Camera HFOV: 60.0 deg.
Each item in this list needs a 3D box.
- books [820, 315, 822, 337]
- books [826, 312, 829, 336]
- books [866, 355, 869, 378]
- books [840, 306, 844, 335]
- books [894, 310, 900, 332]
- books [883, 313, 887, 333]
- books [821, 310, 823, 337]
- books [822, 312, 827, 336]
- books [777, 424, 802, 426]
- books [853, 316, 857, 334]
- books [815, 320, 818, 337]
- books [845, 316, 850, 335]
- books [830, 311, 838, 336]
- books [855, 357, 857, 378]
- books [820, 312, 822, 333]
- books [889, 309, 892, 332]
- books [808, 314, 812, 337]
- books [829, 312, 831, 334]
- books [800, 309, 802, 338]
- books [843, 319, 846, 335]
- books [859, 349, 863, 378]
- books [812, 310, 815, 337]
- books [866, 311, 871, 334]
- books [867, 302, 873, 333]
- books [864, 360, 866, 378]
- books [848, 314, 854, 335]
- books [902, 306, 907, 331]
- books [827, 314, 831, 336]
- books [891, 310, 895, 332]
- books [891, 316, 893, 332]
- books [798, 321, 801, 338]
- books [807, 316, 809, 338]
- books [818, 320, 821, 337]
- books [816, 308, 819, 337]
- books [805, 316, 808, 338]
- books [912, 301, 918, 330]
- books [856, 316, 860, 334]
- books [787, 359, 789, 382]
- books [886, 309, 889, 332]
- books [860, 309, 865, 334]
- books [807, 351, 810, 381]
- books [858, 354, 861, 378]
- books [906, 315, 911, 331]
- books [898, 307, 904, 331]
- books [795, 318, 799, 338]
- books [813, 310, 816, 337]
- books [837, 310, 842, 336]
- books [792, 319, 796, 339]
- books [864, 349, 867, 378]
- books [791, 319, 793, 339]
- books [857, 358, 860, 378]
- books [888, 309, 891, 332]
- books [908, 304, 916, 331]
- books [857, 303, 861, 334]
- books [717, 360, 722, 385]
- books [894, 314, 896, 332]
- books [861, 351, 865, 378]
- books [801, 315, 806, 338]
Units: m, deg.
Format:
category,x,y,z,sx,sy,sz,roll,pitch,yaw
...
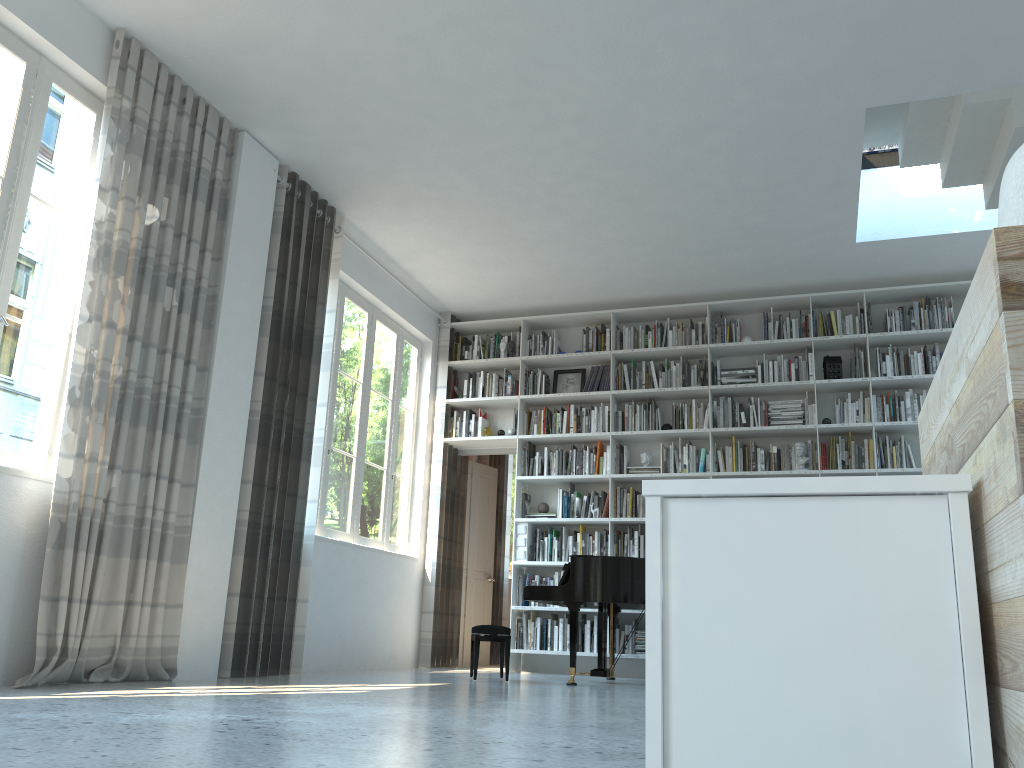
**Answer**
category,x,y,z,sx,sy,sz,roll,pitch,yaw
books,2.590,-0.450,7.436,0.007,0.238,0.192,-3,-16,19
books,2.649,-0.457,7.445,0.008,0.261,0.142,-3,-16,19
books,2.894,-0.104,7.229,0.008,0.213,0.224,-3,-16,19
books,2.755,-0.484,7.402,0.010,0.296,0.168,-3,-16,19
books,3.156,-0.469,7.268,0.028,0.225,0.164,-3,-16,19
books,3.055,-0.457,7.283,0.046,0.206,0.183,-3,-16,19
books,2.611,-0.463,7.461,0.007,0.278,0.150,-3,-16,19
books,2.627,-0.458,7.444,0.034,0.260,0.158,-3,-16,19
books,2.278,0.364,7.342,0.254,0.012,0.161,-4,-17,22
books,2.847,-0.440,7.373,0.025,0.203,0.162,-3,-16,19
books,2.568,-0.422,7.476,0.016,0.203,0.143,-3,-16,19
books,2.790,-0.440,7.375,0.024,0.201,0.180,-3,-16,19
books,2.695,-0.461,7.413,0.054,0.254,0.191,-3,-16,19
books,2.821,-0.094,7.281,0.024,0.216,0.169,-3,-16,19
books,2.601,-0.456,7.451,0.006,0.259,0.166,-3,-16,19
books,3.110,-0.477,7.296,0.012,0.254,0.134,-3,-16,19
books,2.522,-0.446,7.493,0.022,0.256,0.137,-3,-16,19
books,2.676,-0.455,7.454,0.007,0.263,0.133,-3,-16,19
books,2.455,-0.467,7.522,0.012,0.307,0.138,-3,-16,19
books,2.767,-0.429,7.379,0.022,0.179,0.173,-3,-16,19
books,2.867,-0.127,7.292,0.013,0.288,0.132,-3,-16,19
books,2.548,-0.460,7.490,0.012,0.284,0.160,-3,-16,19
books,2.941,-0.461,7.330,0.033,0.229,0.176,-3,-16,19
books,2.960,-0.501,7.325,0.019,0.303,0.176,-3,-16,19
books,2.893,-0.085,7.275,0.015,0.200,0.130,-3,-16,19
books,2.815,-0.448,7.364,0.031,0.212,0.170,-3,-16,19
books,3.209,-0.486,7.256,0.021,0.255,0.169,-3,-16,19
books,2.654,-0.449,7.421,0.015,0.233,0.171,-3,-16,19
books,3.123,-0.472,7.266,0.013,0.229,0.174,-3,-16,19
books,3.115,-0.446,7.275,0.009,0.183,0.160,-3,-16,19
books,2.443,-0.415,7.519,0.014,0.204,0.135,-3,-16,19
books,2.503,-0.438,7.490,0.014,0.238,0.153,-3,-16,19
books,2.586,-0.421,7.457,0.015,0.192,0.160,-3,-16,19
books,2.575,-0.472,7.468,0.007,0.297,0.181,-3,-16,19
books,2.493,-0.438,7.503,0.014,0.243,0.145,-3,-16,19
books,3.287,-0.507,7.234,0.024,0.291,0.168,-3,-16,19
books,2.867,-0.438,7.357,0.022,0.193,0.182,-3,-16,19
books,2.325,-0.073,7.460,0.011,0.238,0.140,-3,-16,19
books,3.084,-0.476,7.285,0.009,0.243,0.173,-3,-16,19
books,2.899,-0.473,7.339,0.029,0.252,0.186,-3,-16,19
books,2.483,-0.110,7.420,0.010,0.298,0.134,-3,-16,19
books,2.849,-0.117,7.265,0.005,0.254,0.159,-3,-16,19
books,3.238,-0.451,7.254,0.031,0.190,0.133,-3,-16,19
books,3.184,-0.484,7.262,0.030,0.254,0.161,-3,-16,19
books,2.426,-0.426,7.535,0.026,0.233,0.137,-3,-16,19
books,2.552,-0.463,7.469,0.008,0.278,0.171,-3,-16,19
books,2.741,-0.467,7.421,0.030,0.273,0.152,-3,-16,19
books,2.388,-0.422,7.498,0.023,0.201,0.193,-3,-16,19
books,2.900,-0.132,7.273,0.005,0.291,0.131,-3,-16,19
books,2.377,-0.423,7.522,0.012,0.216,0.180,-3,-16,19
books,2.843,-0.093,7.271,0.013,0.210,0.140,-3,-16,19
books,3.096,-0.474,7.290,0.011,0.243,0.173,-3,-16,19
books,3.254,-0.496,7.217,0.028,0.257,0.185,-3,-16,19
books,2.892,-0.500,7.385,0.012,0.328,0.129,-3,-16,19
books,1.784,-0.056,7.615,0.021,0.248,0.192,-3,-16,19
books,3.141,-0.454,7.285,0.009,0.205,0.146,-3,-16,19
books,2.865,-0.119,7.244,0.013,0.247,0.186,-3,-16,19
books,2.470,-0.439,7.500,0.028,0.243,0.161,-3,-16,19
